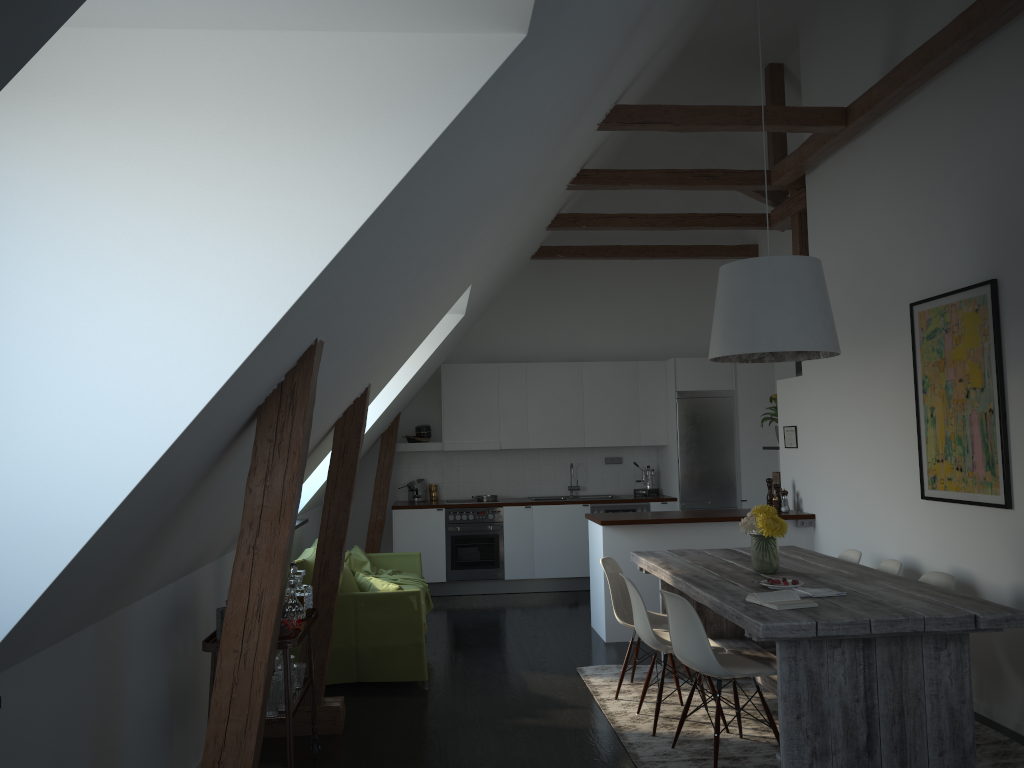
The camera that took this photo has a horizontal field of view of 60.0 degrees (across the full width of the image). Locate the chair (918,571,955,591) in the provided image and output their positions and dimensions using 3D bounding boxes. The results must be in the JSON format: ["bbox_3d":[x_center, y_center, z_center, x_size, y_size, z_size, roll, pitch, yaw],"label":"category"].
[{"bbox_3d":[1.972,1.374,4.501,0.542,0.801,0.465,-1,-4,-9],"label":"chair"}]

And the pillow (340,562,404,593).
[{"bbox_3d":[-0.925,1.322,5.808,0.600,0.387,0.475,-1,-4,-8],"label":"pillow"}]

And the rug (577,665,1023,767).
[{"bbox_3d":[1.481,1.791,4.693,1.898,0.022,2.677,-1,-4,-5],"label":"rug"}]

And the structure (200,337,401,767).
[{"bbox_3d":[-1.106,0.779,3.012,1.023,1.963,12.350,-1,-4,-5],"label":"structure"}]

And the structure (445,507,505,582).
[{"bbox_3d":[-0.401,1.637,9.249,0.583,0.725,0.749,-1,-4,-5],"label":"structure"}]

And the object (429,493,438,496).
[{"bbox_3d":[-0.842,1.200,9.555,0.099,0.051,0.099,0,-4,-19],"label":"object"}]

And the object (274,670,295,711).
[{"bbox_3d":[-0.978,1.318,3.813,0.087,0.155,0.087,1,-4,-32],"label":"object"}]

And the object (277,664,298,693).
[{"bbox_3d":[-1.030,1.353,4.065,0.095,0.119,0.095,2,-5,-43],"label":"object"}]

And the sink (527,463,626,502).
[{"bbox_3d":[0.672,1.105,9.437,0.963,0.519,0.671,-1,-4,-5],"label":"sink"}]

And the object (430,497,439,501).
[{"bbox_3d":[-0.837,1.239,9.553,0.100,0.036,0.100,-1,-4,-8],"label":"object"}]

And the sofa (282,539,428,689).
[{"bbox_3d":[-1.087,1.570,6.550,0.898,0.825,2.093,-1,-4,-6],"label":"sofa"}]

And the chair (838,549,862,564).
[{"bbox_3d":[1.898,1.442,5.506,0.542,0.801,0.465,-1,-4,-4],"label":"chair"}]

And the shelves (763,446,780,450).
[{"bbox_3d":[2.594,0.816,7.745,0.660,0.553,0.408,-1,-4,-5],"label":"shelves"}]

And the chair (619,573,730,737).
[{"bbox_3d":[0.861,1.417,4.759,0.542,0.801,0.465,-1,-4,-4],"label":"chair"}]

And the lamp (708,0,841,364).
[{"bbox_3d":[1.415,-1.545,4.953,0.697,2.813,0.757,-5,-5,45],"label":"lamp"}]

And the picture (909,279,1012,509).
[{"bbox_3d":[2.475,0.074,4.941,0.036,1.181,0.808,-1,-4,-5],"label":"picture"}]

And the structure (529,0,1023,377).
[{"bbox_3d":[4.026,-2.209,1.972,10.230,3.562,15.910,-1,-4,0],"label":"structure"}]

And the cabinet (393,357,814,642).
[{"bbox_3d":[0.957,0.873,8.316,4.208,2.369,3.033,-1,-4,-5],"label":"cabinet"}]

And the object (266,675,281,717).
[{"bbox_3d":[-1.013,1.313,3.719,0.087,0.155,0.087,1,-4,-32],"label":"object"}]

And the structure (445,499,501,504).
[{"bbox_3d":[-0.413,1.246,9.261,0.574,0.041,0.504,-1,-4,-5],"label":"structure"}]

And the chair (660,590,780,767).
[{"bbox_3d":[0.996,1.380,4.250,0.542,0.801,0.465,0,-4,-19],"label":"chair"}]

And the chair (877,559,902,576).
[{"bbox_3d":[1.938,1.410,5.035,0.542,0.801,0.465,-1,-4,1],"label":"chair"}]

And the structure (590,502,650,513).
[{"bbox_3d":[1.096,1.601,9.294,0.612,0.725,0.582,-1,-4,-5],"label":"structure"}]

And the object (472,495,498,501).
[{"bbox_3d":[-0.317,1.199,9.355,0.351,0.061,0.232,1,-4,-31],"label":"object"}]

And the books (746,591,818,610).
[{"bbox_3d":[1.188,0.949,3.918,0.202,0.042,0.251,0,-4,-17],"label":"books"}]

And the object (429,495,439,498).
[{"bbox_3d":[-0.839,1.217,9.553,0.100,0.048,0.099,-2,-4,13],"label":"object"}]

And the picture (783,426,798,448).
[{"bbox_3d":[2.290,0.436,7.286,0.023,0.182,0.250,-1,-4,-5],"label":"picture"}]

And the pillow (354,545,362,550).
[{"bbox_3d":[-1.248,1.489,7.304,0.210,0.275,0.462,-1,-4,-7],"label":"pillow"}]

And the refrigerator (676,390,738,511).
[{"bbox_3d":[2.024,1.000,9.153,0.609,1.868,0.031,-1,-4,-5],"label":"refrigerator"}]

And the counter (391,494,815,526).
[{"bbox_3d":[0.537,1.158,8.235,3.365,0.038,3.085,-1,-4,-5],"label":"counter"}]

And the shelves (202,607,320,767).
[{"bbox_3d":[-1.107,1.446,3.984,0.438,0.732,0.803,-1,-4,-9],"label":"shelves"}]

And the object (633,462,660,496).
[{"bbox_3d":[1.434,1.027,9.649,0.206,0.370,0.353,-5,-5,41],"label":"object"}]

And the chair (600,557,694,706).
[{"bbox_3d":[0.815,1.456,5.334,0.542,0.801,0.465,-3,-4,21],"label":"chair"}]

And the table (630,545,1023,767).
[{"bbox_3d":[1.458,1.408,4.736,1.141,0.788,2.421,-1,-4,-5],"label":"table"}]

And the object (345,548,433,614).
[{"bbox_3d":[-1.021,1.589,7.192,0.722,0.493,0.711,-1,-4,-10],"label":"object"}]
